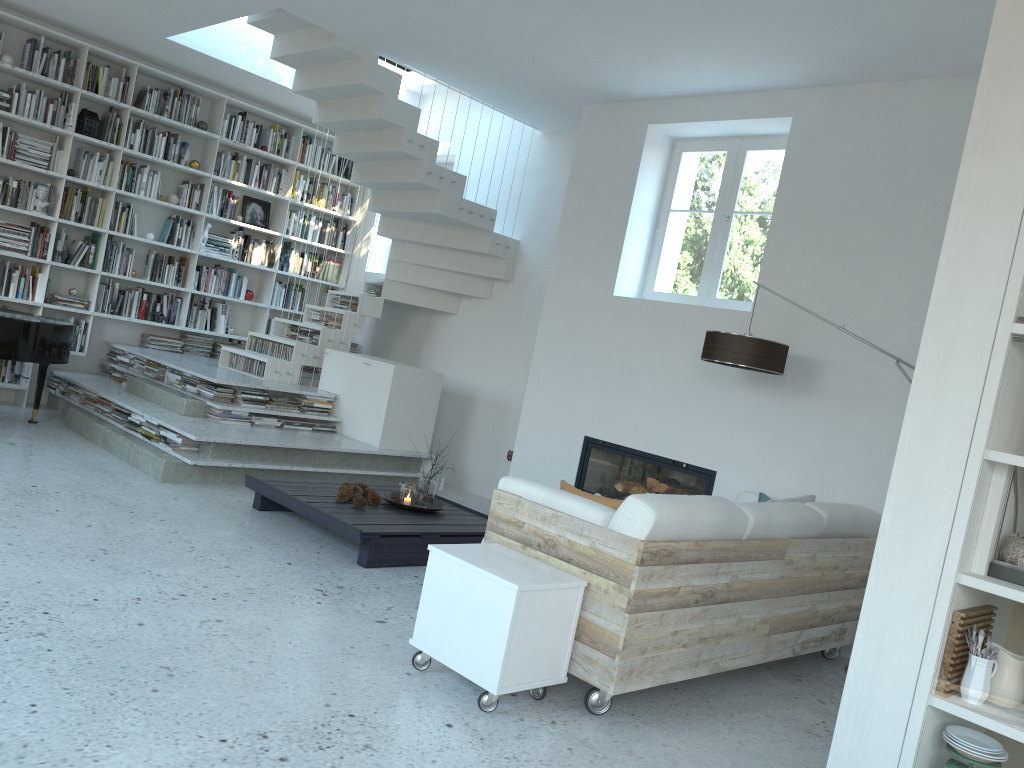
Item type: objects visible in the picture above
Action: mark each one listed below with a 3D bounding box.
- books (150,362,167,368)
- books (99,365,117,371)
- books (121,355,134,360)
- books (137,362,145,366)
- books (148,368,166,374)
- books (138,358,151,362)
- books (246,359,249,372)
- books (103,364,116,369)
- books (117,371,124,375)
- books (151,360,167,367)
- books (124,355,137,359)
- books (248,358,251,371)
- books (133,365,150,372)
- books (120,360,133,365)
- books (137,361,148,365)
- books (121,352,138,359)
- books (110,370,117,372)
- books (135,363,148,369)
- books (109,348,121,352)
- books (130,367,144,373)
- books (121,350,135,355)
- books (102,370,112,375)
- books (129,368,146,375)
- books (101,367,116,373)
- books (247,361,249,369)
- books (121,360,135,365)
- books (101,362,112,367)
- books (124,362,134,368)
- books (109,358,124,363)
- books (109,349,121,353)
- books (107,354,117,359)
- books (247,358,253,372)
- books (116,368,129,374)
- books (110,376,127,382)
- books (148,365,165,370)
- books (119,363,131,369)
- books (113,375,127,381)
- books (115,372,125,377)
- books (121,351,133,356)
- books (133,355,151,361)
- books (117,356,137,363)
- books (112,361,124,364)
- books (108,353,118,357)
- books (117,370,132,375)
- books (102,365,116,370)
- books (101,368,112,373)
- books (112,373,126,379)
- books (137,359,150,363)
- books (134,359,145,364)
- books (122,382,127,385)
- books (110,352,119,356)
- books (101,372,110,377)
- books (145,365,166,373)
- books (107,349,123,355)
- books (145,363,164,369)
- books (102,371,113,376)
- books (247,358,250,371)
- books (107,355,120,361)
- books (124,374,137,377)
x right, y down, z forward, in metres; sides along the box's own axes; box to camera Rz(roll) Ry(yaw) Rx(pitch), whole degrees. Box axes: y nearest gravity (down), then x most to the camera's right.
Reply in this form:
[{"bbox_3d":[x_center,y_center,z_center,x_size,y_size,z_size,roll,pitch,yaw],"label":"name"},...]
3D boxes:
[{"bbox_3d":[-2.983,-0.157,7.619,0.295,0.013,0.129,13,3,43],"label":"books"},{"bbox_3d":[-3.695,-0.140,8.227,0.185,0.006,0.262,10,3,-44],"label":"books"},{"bbox_3d":[-3.411,-0.230,8.021,0.172,0.007,0.206,10,3,-43],"label":"books"},{"bbox_3d":[-3.193,-0.163,7.819,0.150,0.013,0.215,10,3,-45],"label":"books"},{"bbox_3d":[-3.003,-0.106,7.611,0.202,0.018,0.159,13,3,43],"label":"books"},{"bbox_3d":[-3.188,-0.206,7.813,0.149,0.013,0.219,10,3,-42],"label":"books"},{"bbox_3d":[-2.300,-0.164,7.902,0.125,0.125,0.008,9,3,-45],"label":"books"},{"bbox_3d":[-3.684,-0.158,8.233,0.153,0.015,0.207,10,2,-40],"label":"books"},{"bbox_3d":[-3.466,-0.089,8.022,0.200,0.018,0.137,13,2,41],"label":"books"},{"bbox_3d":[-2.986,-0.178,7.610,0.139,0.028,0.261,10,2,-40],"label":"books"},{"bbox_3d":[-3.404,-0.239,8.026,0.143,0.012,0.263,10,2,-40],"label":"books"},{"bbox_3d":[-2.278,-0.159,7.880,0.125,0.125,0.010,9,3,-45],"label":"books"},{"bbox_3d":[-3.211,-0.129,7.809,0.164,0.023,0.241,10,2,-41],"label":"books"},{"bbox_3d":[-3.415,-0.184,8.028,0.258,0.009,0.152,13,2,42],"label":"books"},{"bbox_3d":[-3.193,-0.176,7.816,0.145,0.013,0.220,10,3,-42],"label":"books"},{"bbox_3d":[-3.402,-0.253,8.024,0.289,0.018,0.163,13,3,44],"label":"books"},{"bbox_3d":[-3.689,-0.133,8.234,0.153,0.005,0.241,10,2,-41],"label":"books"},{"bbox_3d":[-3.199,-0.148,7.816,0.220,0.018,0.154,13,3,44],"label":"books"},{"bbox_3d":[-3.604,-0.305,8.227,0.245,0.011,0.159,13,2,42],"label":"books"},{"bbox_3d":[-3.221,-0.113,7.804,0.234,0.012,0.190,13,3,43],"label":"books"},{"bbox_3d":[-3.403,-0.280,8.016,0.193,0.020,0.171,13,2,40],"label":"books"},{"bbox_3d":[-3.688,-0.099,8.243,0.147,0.014,0.291,10,3,-45],"label":"books"},{"bbox_3d":[-3.220,-0.101,7.808,0.296,0.012,0.183,13,3,44],"label":"books"},{"bbox_3d":[-3.689,-0.124,8.237,0.278,0.012,0.159,13,3,44],"label":"books"},{"bbox_3d":[-2.295,-0.163,7.897,0.125,0.125,0.007,9,3,-45],"label":"books"},{"bbox_3d":[-3.416,-0.193,8.025,0.294,0.008,0.163,13,3,43],"label":"books"},{"bbox_3d":[-3.686,-0.170,8.228,0.174,0.009,0.239,10,3,-43],"label":"books"},{"bbox_3d":[-3.409,-0.168,8.038,0.131,0.021,0.240,10,3,-43],"label":"books"},{"bbox_3d":[-3.622,-0.213,8.231,0.163,0.017,0.232,10,3,-43],"label":"books"},{"bbox_3d":[-3.605,-0.295,8.227,0.234,0.008,0.167,13,3,44],"label":"books"},{"bbox_3d":[-3.619,-0.244,8.227,0.180,0.012,0.261,10,3,-45],"label":"books"},{"bbox_3d":[-2.284,-0.160,7.886,0.125,0.125,0.007,9,3,-45],"label":"books"},{"bbox_3d":[-3.463,-0.113,8.018,0.228,0.014,0.149,13,3,43],"label":"books"},{"bbox_3d":[-3.493,-0.040,8.006,0.187,0.009,0.260,10,3,-42],"label":"books"},{"bbox_3d":[-3.001,-0.138,7.606,0.161,0.012,0.253,10,2,-41],"label":"books"},{"bbox_3d":[-3.426,-0.152,8.025,0.232,0.017,0.173,13,3,44],"label":"books"},{"bbox_3d":[-3.479,-0.049,8.019,0.267,0.014,0.160,13,3,44],"label":"books"},{"bbox_3d":[-3.473,-0.076,8.018,0.159,0.009,0.228,10,3,-44],"label":"books"},{"bbox_3d":[-3.398,-0.265,8.025,0.284,0.007,0.159,13,3,44],"label":"books"},{"bbox_3d":[-3.194,-0.222,7.803,0.242,0.015,0.165,13,2,40],"label":"books"},{"bbox_3d":[-3.422,-0.213,8.014,0.237,0.030,0.189,13,3,42],"label":"books"},{"bbox_3d":[-3.615,-0.196,8.242,0.181,0.014,0.134,13,2,42],"label":"books"},{"bbox_3d":[-3.612,-0.254,8.231,0.287,0.009,0.156,13,3,43],"label":"books"},{"bbox_3d":[-3.467,-0.103,8.017,0.144,0.009,0.249,10,2,-41],"label":"books"},{"bbox_3d":[-3.688,-0.146,8.232,0.160,0.009,0.210,10,2,-41],"label":"books"},{"bbox_3d":[-3.693,-0.113,8.235,0.170,0.012,0.214,10,3,-45],"label":"books"},{"bbox_3d":[-3.484,-0.065,8.009,0.182,0.017,0.180,13,2,42],"label":"books"},{"bbox_3d":[-3.191,-0.195,7.814,0.160,0.010,0.179,10,3,-45],"label":"books"},{"bbox_3d":[-3.196,-0.187,7.810,0.234,0.008,0.167,13,3,44],"label":"books"},{"bbox_3d":[-3.283,0.021,7.787,0.202,0.028,0.189,13,2,40],"label":"books"},{"bbox_3d":[-3.605,-0.261,8.237,0.297,0.008,0.145,13,3,44],"label":"books"},{"bbox_3d":[-3.699,-0.079,8.238,0.187,0.019,0.163,13,3,44],"label":"books"},{"bbox_3d":[-3.005,-0.124,7.604,0.179,0.017,0.292,10,3,-44],"label":"books"},{"bbox_3d":[-3.615,-0.285,8.220,0.252,0.015,0.171,13,2,40],"label":"books"},{"bbox_3d":[-3.003,-0.149,7.601,0.260,0.009,0.187,13,3,44],"label":"books"},{"bbox_3d":[-3.696,-0.090,8.237,0.144,0.005,0.256,10,2,-40],"label":"books"},{"bbox_3d":[-2.289,-0.161,7.891,0.125,0.125,0.007,9,3,-45],"label":"books"},{"bbox_3d":[-3.625,-0.231,8.224,0.175,0.017,0.265,10,3,-42],"label":"books"},{"bbox_3d":[-3.264,-0.052,7.788,0.249,0.017,0.181,13,2,42],"label":"books"}]
